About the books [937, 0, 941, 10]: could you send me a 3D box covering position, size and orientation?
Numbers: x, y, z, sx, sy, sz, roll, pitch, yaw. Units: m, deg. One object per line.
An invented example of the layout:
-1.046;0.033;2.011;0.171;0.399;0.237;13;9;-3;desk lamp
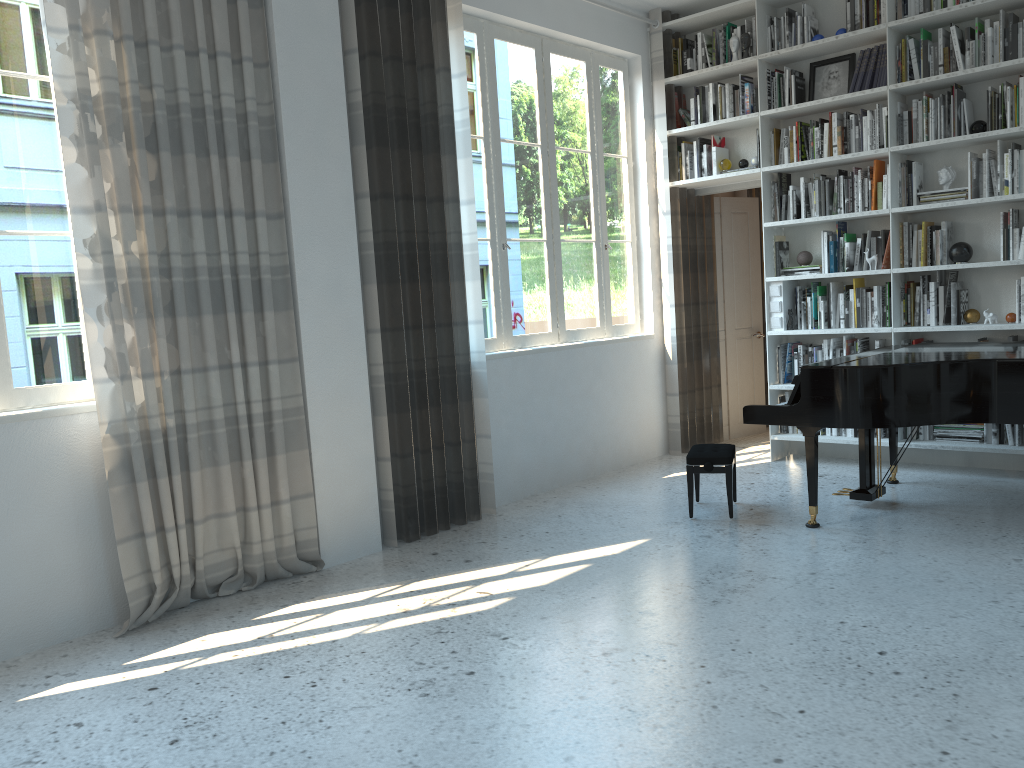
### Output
2.587;-2.312;5.325;0.025;0.235;0.129;2;8;42;books

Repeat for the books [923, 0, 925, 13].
2.514;-2.317;5.352;0.012;0.250;0.174;2;8;42;books

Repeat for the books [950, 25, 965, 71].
2.668;-1.967;5.263;0.075;0.286;0.178;2;8;42;books

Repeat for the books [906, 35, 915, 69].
2.468;-1.986;5.484;0.014;0.309;0.129;2;8;42;books

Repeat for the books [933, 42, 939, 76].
2.585;-1.936;5.353;0.029;0.219;0.157;2;8;42;books

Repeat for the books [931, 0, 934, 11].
2.548;-2.296;5.326;0.014;0.207;0.166;2;8;42;books

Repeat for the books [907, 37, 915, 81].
2.462;-1.973;5.460;0.010;0.287;0.148;2;8;42;books

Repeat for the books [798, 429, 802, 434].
2.038;0.225;6.198;0.022;0.226;0.154;2;8;42;books

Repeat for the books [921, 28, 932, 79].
2.521;-1.984;5.392;0.012;0.315;0.171;2;8;42;books

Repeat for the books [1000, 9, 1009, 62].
2.840;-1.978;5.107;0.011;0.314;0.183;2;8;42;books

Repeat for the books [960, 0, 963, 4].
2.661;-2.339;5.218;0.010;0.299;0.150;2;8;42;books

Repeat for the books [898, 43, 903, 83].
2.423;-1.957;5.481;0.023;0.256;0.174;2;8;42;books

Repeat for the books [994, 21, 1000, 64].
2.827;-1.954;5.141;0.028;0.261;0.135;2;8;42;books

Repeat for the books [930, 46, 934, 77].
2.570;-1.929;5.377;0.024;0.201;0.153;2;8;42;books

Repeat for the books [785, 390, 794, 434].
1.987;0.190;6.241;0.044;0.294;0.181;2;8;42;books

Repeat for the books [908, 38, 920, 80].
2.496;-1.967;5.440;0.067;0.275;0.167;2;8;42;books

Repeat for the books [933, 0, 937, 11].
2.556;-2.324;5.317;0.010;0.264;0.160;2;8;42;books

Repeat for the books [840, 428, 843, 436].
2.255;0.210;5.992;0.025;0.266;0.159;2;8;42;books

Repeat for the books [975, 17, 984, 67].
2.746;-1.978;5.202;0.012;0.308;0.145;2;8;42;books

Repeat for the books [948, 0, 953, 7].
2.626;-2.293;5.268;0.030;0.201;0.152;2;8;42;books

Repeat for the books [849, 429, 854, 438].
2.309;0.251;5.938;0.031;0.188;0.189;2;8;42;books

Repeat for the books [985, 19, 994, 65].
2.794;-1.968;5.176;0.026;0.287;0.137;2;8;42;books

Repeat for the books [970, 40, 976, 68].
2.735;-1.914;5.222;0.028;0.180;0.168;2;8;42;books

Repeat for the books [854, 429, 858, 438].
2.328;0.223;5.917;0.023;0.244;0.188;2;8;42;books

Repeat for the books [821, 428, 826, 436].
2.157;0.191;6.077;0.013;0.301;0.183;2;8;42;books

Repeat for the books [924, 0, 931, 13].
2.523;-2.295;5.331;0.029;0.208;0.178;2;8;42;books

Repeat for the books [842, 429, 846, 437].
2.273;0.234;5.979;0.021;0.218;0.190;2;8;42;books

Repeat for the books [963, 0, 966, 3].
2.686;-2.309;5.217;0.029;0.236;0.130;2;8;42;books

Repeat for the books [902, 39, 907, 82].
2.445;-1.972;5.479;0.013;0.284;0.158;2;8;42;books

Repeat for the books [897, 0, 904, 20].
2.408;-2.313;5.449;0.029;0.238;0.156;2;8;42;books

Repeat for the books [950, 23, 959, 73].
2.651;-1.985;5.309;0.013;0.316;0.135;2;8;42;books

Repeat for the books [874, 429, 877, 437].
2.439;0.211;5.865;0.040;0.264;0.137;2;8;42;books

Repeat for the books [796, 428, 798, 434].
2.027;0.178;6.208;0.011;0.319;0.157;2;8;42;books

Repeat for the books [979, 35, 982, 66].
2.779;-1.933;5.214;0.024;0.212;0.128;2;8;42;books

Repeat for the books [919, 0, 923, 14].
2.504;-2.319;5.367;0.023;0.252;0.170;2;8;42;books

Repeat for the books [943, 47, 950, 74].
2.633;-1.918;5.326;0.034;0.180;0.160;2;8;42;books

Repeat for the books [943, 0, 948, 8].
2.609;-2.327;5.291;0.028;0.268;0.151;2;8;42;books

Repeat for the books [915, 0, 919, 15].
2.486;-2.303;5.382;0.023;0.220;0.181;2;8;42;books

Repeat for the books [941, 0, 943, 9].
2.596;-2.302;5.308;0.012;0.216;0.150;2;8;42;books

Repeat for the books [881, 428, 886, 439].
2.451;0.195;5.808;0.012;0.304;0.165;2;8;42;books

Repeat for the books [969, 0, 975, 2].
2.712;-2.325;5.167;0.052;0.273;0.172;2;8;42;books

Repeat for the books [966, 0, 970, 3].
2.690;-2.327;5.190;0.013;0.276;0.164;2;8;42;books

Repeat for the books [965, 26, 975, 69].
2.717;-1.958;5.241;0.027;0.265;0.168;2;8;42;books

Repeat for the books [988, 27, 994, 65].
2.797;-1.935;5.146;0.021;0.226;0.191;2;8;42;books

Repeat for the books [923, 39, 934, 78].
2.540;-1.948;5.383;0.031;0.242;0.181;2;8;42;books

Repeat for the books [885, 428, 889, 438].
2.497;0.217;5.801;0.065;0.256;0.155;2;8;42;books

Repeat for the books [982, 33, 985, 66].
2.774;-1.928;5.183;0.010;0.209;0.173;2;8;42;books

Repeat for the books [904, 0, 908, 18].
2.440;-2.288;5.445;0.024;0.183;0.133;2;8;42;books

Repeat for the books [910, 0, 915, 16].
2.467;-2.321;5.401;0.031;0.255;0.145;2;8;42;books

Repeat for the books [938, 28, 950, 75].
2.601;-1.973;5.332;0.023;0.294;0.155;2;8;42;books

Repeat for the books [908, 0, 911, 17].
2.460;-2.336;5.432;0.021;0.279;0.140;2;8;42;books

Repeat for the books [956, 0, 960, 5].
2.652;-2.316;5.227;0.013;0.252;0.183;2;8;42;books

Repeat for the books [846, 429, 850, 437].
2.291;0.241;5.962;0.028;0.206;0.171;2;8;42;books

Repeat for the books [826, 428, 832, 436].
2.190;0.241;6.050;0.030;0.202;0.168;2;8;42;books

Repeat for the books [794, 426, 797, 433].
2.018;0.213;6.226;0.024;0.247;0.142;2;8;42;books

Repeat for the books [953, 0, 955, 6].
2.639;-2.308;5.250;0.013;0.235;0.154;2;8;42;books

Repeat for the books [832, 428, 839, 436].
2.223;0.209;6.020;0.031;0.266;0.186;2;8;42;books
